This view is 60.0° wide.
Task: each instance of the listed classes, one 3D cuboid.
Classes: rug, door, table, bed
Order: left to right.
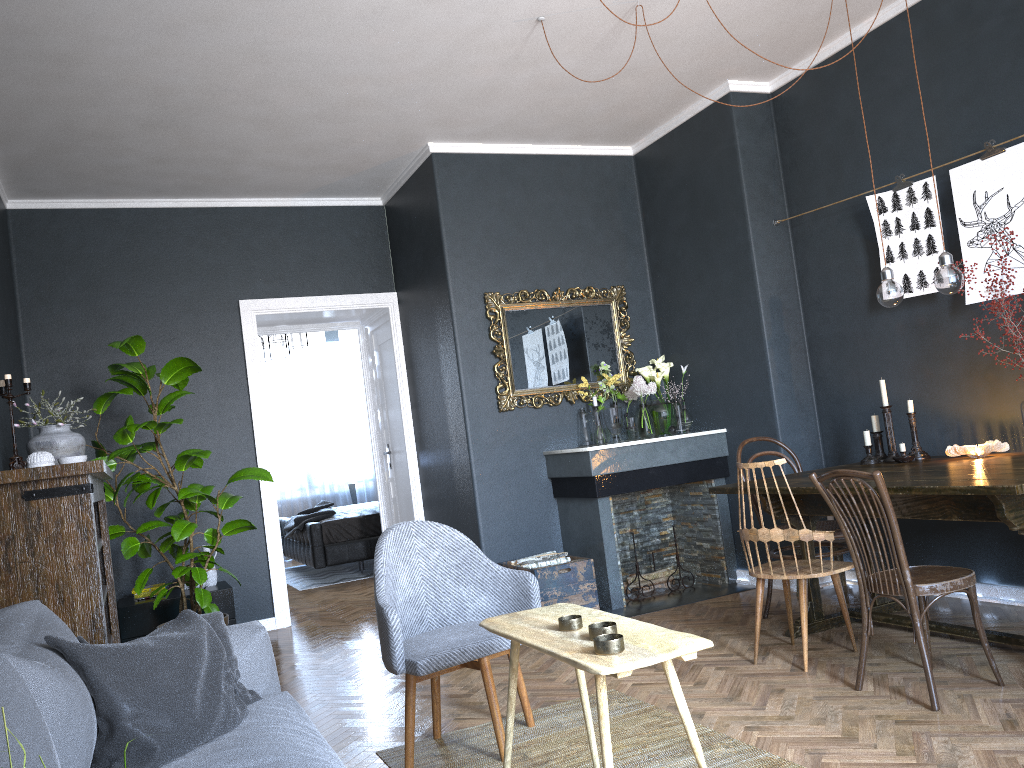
[{"bbox_3d":[-1.617,1.869,9.037,1.457,0.013,2.048,-6,-4,-24],"label":"rug"},{"bbox_3d":[-1.237,1.252,9.303,2.373,1.161,2.269,-6,-4,-24],"label":"bed"},{"bbox_3d":[-0.872,0.538,7.049,0.162,2.185,0.858,-6,-3,-24],"label":"door"},{"bbox_3d":[0.218,0.919,2.339,0.339,0.549,0.789,-6,-4,-24],"label":"table"},{"bbox_3d":[0.355,1.189,2.518,1.003,0.013,2.014,-6,-4,-24],"label":"rug"},{"bbox_3d":[1.805,0.998,4.879,0.364,0.317,0.370,-6,-4,-24],"label":"table"},{"bbox_3d":[1.808,0.713,3.703,1.125,0.727,1.606,-6,-4,-24],"label":"table"}]

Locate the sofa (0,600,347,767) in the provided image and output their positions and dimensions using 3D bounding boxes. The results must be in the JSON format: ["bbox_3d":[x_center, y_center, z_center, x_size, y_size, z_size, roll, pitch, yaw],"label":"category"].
[{"bbox_3d":[-0.717,0.872,1.708,0.969,0.797,2.343,-6,-4,-24],"label":"sofa"}]

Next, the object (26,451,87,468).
[{"bbox_3d":[-1.940,0.334,3.783,0.118,0.103,0.255,-9,-4,31],"label":"object"}]

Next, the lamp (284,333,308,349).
[{"bbox_3d":[-2.127,-0.734,8.602,0.210,0.769,0.210,-7,-3,-10],"label":"lamp"}]

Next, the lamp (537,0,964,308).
[{"bbox_3d":[0.964,-1.046,3.724,1.591,1.573,0.583,-8,-3,7],"label":"lamp"}]

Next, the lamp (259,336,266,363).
[{"bbox_3d":[-2.679,-0.613,9.094,0.210,0.804,0.210,-7,-3,-10],"label":"lamp"}]

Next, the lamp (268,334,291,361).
[{"bbox_3d":[-2.522,-0.635,9.502,0.210,0.746,0.210,-7,-3,-10],"label":"lamp"}]

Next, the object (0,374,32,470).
[{"bbox_3d":[-2.035,0.165,3.590,0.145,0.437,0.130,-8,-3,12],"label":"object"}]

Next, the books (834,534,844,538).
[{"bbox_3d":[1.761,0.820,4.899,0.207,0.024,0.262,-9,-4,19],"label":"books"}]

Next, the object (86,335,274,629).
[{"bbox_3d":[-1.959,0.693,4.909,1.117,1.897,0.765,-6,-3,-30],"label":"object"}]

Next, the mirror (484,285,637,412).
[{"bbox_3d":[0.347,-0.251,5.853,1.056,0.783,0.067,-6,-3,-24],"label":"mirror"}]

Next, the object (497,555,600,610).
[{"bbox_3d":[0.211,1.225,5.323,0.383,0.326,0.553,-6,-4,-24],"label":"object"}]

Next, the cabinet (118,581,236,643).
[{"bbox_3d":[-2.092,1.507,5.557,0.650,0.390,0.457,-6,-4,-24],"label":"cabinet"}]

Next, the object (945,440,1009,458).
[{"bbox_3d":[2.072,0.293,3.951,0.252,0.072,0.254,-6,-4,-17],"label":"object"}]

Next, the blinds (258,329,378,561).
[{"bbox_3d":[-2.918,0.731,10.679,3.990,2.786,0.313,-6,-3,-24],"label":"blinds"}]

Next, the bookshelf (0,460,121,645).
[{"bbox_3d":[-1.804,0.946,3.563,0.450,1.171,1.921,-6,-4,-24],"label":"bookshelf"}]

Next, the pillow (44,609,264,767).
[{"bbox_3d":[-0.938,0.759,2.307,0.442,0.361,0.798,-7,-4,-6],"label":"pillow"}]

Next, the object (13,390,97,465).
[{"bbox_3d":[-2.110,0.221,4.090,0.276,0.412,0.385,-10,-4,44],"label":"object"}]

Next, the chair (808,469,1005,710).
[{"bbox_3d":[1.400,0.682,3.156,0.466,0.819,0.363,-6,-3,-24],"label":"chair"}]

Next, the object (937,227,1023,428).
[{"bbox_3d":[2.202,-0.172,3.722,0.557,0.930,0.638,-10,-4,36],"label":"object"}]

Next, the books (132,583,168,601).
[{"bbox_3d":[-2.263,1.298,5.540,0.214,0.066,0.162,-5,-4,-28],"label":"books"}]

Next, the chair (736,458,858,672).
[{"bbox_3d":[1.190,0.736,3.776,0.383,0.856,0.456,-5,-4,-39],"label":"chair"}]

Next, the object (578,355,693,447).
[{"bbox_3d":[0.810,0.088,5.791,0.726,0.546,0.475,-6,-3,-21],"label":"object"}]

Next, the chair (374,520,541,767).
[{"bbox_3d":[-0.220,0.895,3.173,0.495,0.810,0.644,-10,-4,44],"label":"chair"}]

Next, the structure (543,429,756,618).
[{"bbox_3d":[0.868,0.836,5.561,1.065,0.980,0.835,-6,-4,-24],"label":"structure"}]

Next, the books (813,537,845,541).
[{"bbox_3d":[1.780,0.836,4.904,0.219,0.013,0.272,-9,-4,22],"label":"books"}]

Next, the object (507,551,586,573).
[{"bbox_3d":[0.205,1.149,5.329,0.369,0.246,0.534,-6,-4,-24],"label":"object"}]

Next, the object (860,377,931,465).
[{"bbox_3d":[1.846,0.176,4.374,0.223,0.419,0.369,-6,-3,-23],"label":"object"}]

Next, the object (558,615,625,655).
[{"bbox_3d":[0.209,0.620,2.219,0.103,0.033,0.369,-6,-4,-13],"label":"object"}]

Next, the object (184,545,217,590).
[{"bbox_3d":[-2.028,1.173,5.656,0.228,0.268,0.229,-8,-3,10],"label":"object"}]

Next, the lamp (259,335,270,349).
[{"bbox_3d":[-2.535,-0.705,8.740,0.210,0.713,0.210,-7,-3,-10],"label":"lamp"}]

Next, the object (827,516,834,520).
[{"bbox_3d":[1.756,0.720,4.895,0.074,0.173,0.074,-8,-3,21],"label":"object"}]

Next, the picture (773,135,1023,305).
[{"bbox_3d":[2.492,-0.842,3.223,0.058,0.770,4.464,-6,-4,-24],"label":"picture"}]

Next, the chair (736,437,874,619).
[{"bbox_3d":[1.463,0.710,4.476,0.437,0.920,0.550,-6,-3,-21],"label":"chair"}]
